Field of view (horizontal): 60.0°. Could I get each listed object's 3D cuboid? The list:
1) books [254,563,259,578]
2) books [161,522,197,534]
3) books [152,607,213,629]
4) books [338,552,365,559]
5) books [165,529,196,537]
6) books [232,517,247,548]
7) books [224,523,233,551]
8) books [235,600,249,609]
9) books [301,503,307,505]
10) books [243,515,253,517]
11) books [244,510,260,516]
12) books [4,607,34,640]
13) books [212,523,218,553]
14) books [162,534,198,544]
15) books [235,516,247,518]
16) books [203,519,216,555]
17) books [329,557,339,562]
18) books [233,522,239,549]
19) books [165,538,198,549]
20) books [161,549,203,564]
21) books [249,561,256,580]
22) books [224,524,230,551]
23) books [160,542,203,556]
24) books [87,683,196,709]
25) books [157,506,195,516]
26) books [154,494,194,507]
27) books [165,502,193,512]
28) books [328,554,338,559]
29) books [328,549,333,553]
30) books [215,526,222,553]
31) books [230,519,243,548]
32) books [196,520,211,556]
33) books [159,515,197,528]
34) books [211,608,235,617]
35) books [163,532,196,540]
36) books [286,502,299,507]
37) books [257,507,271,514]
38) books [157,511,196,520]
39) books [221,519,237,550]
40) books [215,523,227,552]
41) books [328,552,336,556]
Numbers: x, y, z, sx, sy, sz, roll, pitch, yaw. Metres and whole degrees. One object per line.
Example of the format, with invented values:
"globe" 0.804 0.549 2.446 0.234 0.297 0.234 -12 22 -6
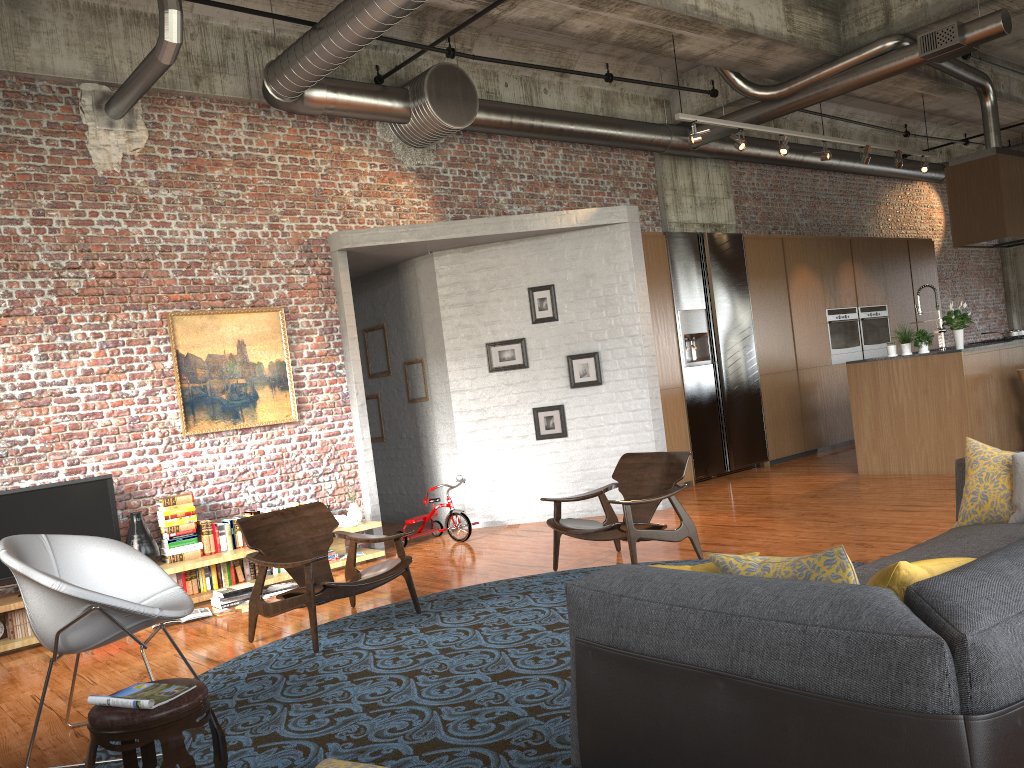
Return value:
"books" -2.216 1.556 7.614 0.033 0.225 0.106 -8 2 -40
"books" -2.769 1.191 7.354 0.246 0.057 0.171 -7 0 -40
"books" -2.490 1.743 6.667 0.422 0.049 0.300 -7 0 -25
"books" -1.477 1.567 8.135 0.230 0.023 0.169 -7 0 -19
"books" -2.760 1.231 7.351 0.223 0.026 0.161 -7 0 -40
"books" -2.358 1.283 7.668 0.032 0.251 0.160 -8 2 -40
"books" -2.442 1.307 7.580 0.026 0.223 0.161 -8 2 -40
"books" -2.005 1.679 6.773 0.133 0.022 0.189 -7 0 11
"books" -1.863 1.226 8.135 0.034 0.254 0.183 -8 2 -40
"books" -2.277 1.272 7.732 0.034 0.254 0.183 -8 2 -40
"books" -2.270 1.259 7.800 0.065 0.284 0.198 -8 2 -40
"books" -3.560 1.729 6.463 0.232 0.218 0.174 -8 1 -39
"books" -2.547 1.306 7.513 0.026 0.251 0.160 -8 2 -40
"books" -2.756 1.283 7.354 0.250 0.026 0.160 -7 0 -40
"books" -2.335 1.276 7.691 0.034 0.259 0.180 -8 2 -40
"books" -2.580 1.293 7.498 0.040 0.285 0.198 -8 2 -40
"books" -1.696 1.590 7.996 0.214 0.026 0.149 -7 0 -40
"books" -2.404 1.302 7.629 0.027 0.223 0.161 -8 2 -40
"books" -2.761 1.319 7.358 0.239 0.045 0.175 -7 0 -40
"books" -2.746 1.426 7.371 0.284 0.066 0.198 -7 0 -40
"books" -2.251 1.579 7.600 0.043 0.187 0.143 -8 2 -39
"books" -2.467 1.310 7.571 0.027 0.223 0.161 -8 2 -40
"books" -2.746 1.366 7.364 0.290 0.053 0.176 -7 0 -40
"books" -1.361 1.136 3.264 0.301 0.043 0.228 -7 0 24
"books" -2.784 1.052 7.344 0.253 0.034 0.183 -7 0 -40
"books" -2.803 0.966 7.358 0.259 0.066 0.198 -7 0 -40
"books" -2.790 1.017 7.356 0.230 0.037 0.168 -7 0 -40
"books" -1.699 1.565 7.995 0.149 0.025 0.214 -7 0 35
"books" -1.706 1.519 7.994 0.154 0.019 0.108 -7 0 -40
"books" -2.520 1.317 7.522 0.026 0.223 0.161 -8 2 -40
"books" -2.381 1.288 7.646 0.032 0.246 0.171 -8 2 -40
"books" -2.602 1.293 7.458 0.044 0.291 0.176 -8 2 -40
"books" -2.776 1.133 7.353 0.259 0.060 0.180 -7 0 -40
"books" -2.207 1.741 6.756 0.133 0.012 0.189 -7 0 -42
"books" -2.759 1.257 7.354 0.223 0.027 0.161 -7 0 -40
"books" -1.974 1.220 8.039 0.036 0.291 0.176 -8 2 -40
"books" -2.181 1.246 7.864 0.053 0.291 0.176 -8 2 -40
"books" -2.782 1.086 7.348 0.253 0.034 0.183 -7 0 -40
"books" -2.430 1.290 7.610 0.034 0.254 0.183 -8 2 -40
"books" -2.493 1.305 7.544 0.045 0.240 0.175 -8 2 -40
"books" -1.706 1.541 7.994 0.191 0.024 0.132 -7 0 -35
